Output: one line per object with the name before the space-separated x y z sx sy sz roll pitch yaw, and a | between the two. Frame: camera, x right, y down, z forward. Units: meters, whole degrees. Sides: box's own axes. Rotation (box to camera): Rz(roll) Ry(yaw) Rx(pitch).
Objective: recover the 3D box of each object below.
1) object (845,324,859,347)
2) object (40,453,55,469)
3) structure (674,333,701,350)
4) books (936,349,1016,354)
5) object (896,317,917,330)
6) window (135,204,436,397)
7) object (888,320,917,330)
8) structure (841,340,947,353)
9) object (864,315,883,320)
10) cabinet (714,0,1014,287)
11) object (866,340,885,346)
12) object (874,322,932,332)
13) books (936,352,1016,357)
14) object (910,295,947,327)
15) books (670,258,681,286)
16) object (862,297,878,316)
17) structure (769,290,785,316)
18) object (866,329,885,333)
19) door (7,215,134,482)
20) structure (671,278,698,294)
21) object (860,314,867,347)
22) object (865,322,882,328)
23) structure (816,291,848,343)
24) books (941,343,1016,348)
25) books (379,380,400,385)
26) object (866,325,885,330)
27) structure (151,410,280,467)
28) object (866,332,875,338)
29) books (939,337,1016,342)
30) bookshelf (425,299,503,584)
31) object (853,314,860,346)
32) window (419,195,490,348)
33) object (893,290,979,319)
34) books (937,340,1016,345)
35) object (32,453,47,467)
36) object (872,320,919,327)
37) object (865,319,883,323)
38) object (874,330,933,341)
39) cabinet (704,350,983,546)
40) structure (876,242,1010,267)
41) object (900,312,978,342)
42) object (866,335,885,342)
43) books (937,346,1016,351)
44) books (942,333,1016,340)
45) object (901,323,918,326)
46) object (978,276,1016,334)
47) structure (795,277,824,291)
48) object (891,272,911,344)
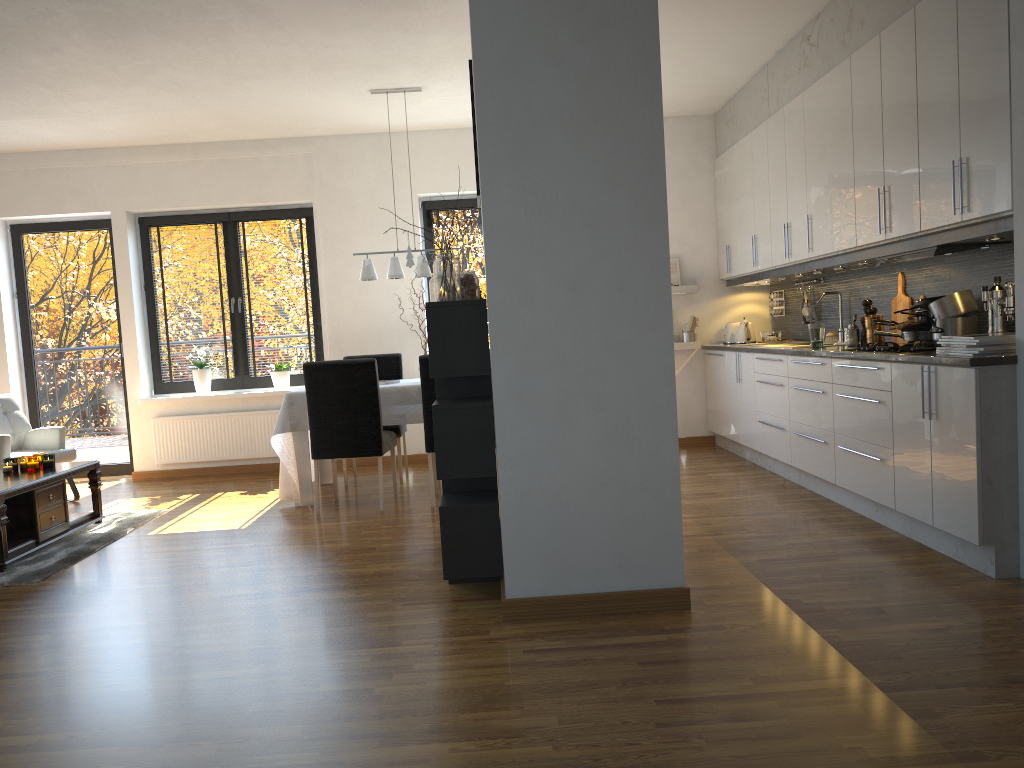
object | 1.975 -0.283 5.150 0.069 0.135 0.069 -5 4 -26
object | -2.795 0.464 5.348 0.079 0.081 0.079 -4 4 -6
structure | 1.285 -0.347 7.512 0.594 0.129 0.147 -4 4 -1
books | 1.914 -0.138 3.573 0.252 0.011 0.318 -4 3 -2
object | 2.037 -0.314 4.589 0.059 0.061 0.334 0 5 41
window | -1.936 0.773 19.563 12.973 18.389 21.806 -1 4 29
object | 2.026 -0.307 4.600 0.334 0.044 0.064 -6 4 -40
structure | 2.008 -0.192 4.437 0.500 0.041 0.661 -4 3 -1
object | 2.055 -0.369 5.036 0.099 0.047 0.100 -4 3 -6
cabinet | 2.006 -1.252 5.421 0.458 1.071 4.231 -4 3 -1
object | 2.067 -0.232 5.038 0.100 0.036 0.100 -1 4 31
object | 2.091 -0.293 4.615 0.347 0.082 0.243 -1 4 35
books | 1.914 -0.128 3.586 0.252 0.011 0.318 -3 3 2
object | 2.155 -0.369 4.528 0.190 0.159 0.197 0 5 45
books | 1.239 -0.909 7.491 0.364 0.299 0.109 -4 4 -1
object | 2.095 -0.366 5.186 0.061 0.283 0.123 -4 4 -1
structure | 2.198 -0.667 7.370 0.045 0.210 0.279 -4 4 -1
object | 2.065 -0.293 5.040 0.100 0.043 0.099 -4 3 -14
door | -3.759 -0.290 7.660 0.976 2.277 0.119 -4 4 -1
structure | 1.257 -0.819 7.479 0.594 0.129 0.147 -4 4 -1
object | 2.043 -0.310 5.121 0.058 0.184 0.058 -1 5 31
object | 2.058 -0.332 5.040 0.100 0.036 0.100 -4 3 -8
structure | 2.164 -0.446 5.923 0.195 0.347 0.167 -4 4 -9
books | 1.925 -0.162 3.598 0.252 0.011 0.318 -3 3 10
books | -0.952 -0.009 6.231 0.278 0.022 0.204 -2 4 25
object | 2.063 -0.314 5.040 0.101 0.057 0.099 -3 4 10
structure | -2.294 0.467 7.502 1.457 0.460 0.078 -4 4 -3
object | 2.065 -0.272 5.039 0.099 0.051 0.099 -4 4 -15
books | 1.933 -0.184 3.593 0.252 0.011 0.318 -3 3 0
bookshelf | -0.199 0.242 4.068 0.237 1.202 1.188 -4 4 -1
object | 2.014 -0.317 5.198 0.058 0.192 0.080 -5 4 -17
window | 0.014 -0.865 7.725 1.561 1.589 0.119 -4 4 -1
object | 2.087 -0.366 4.336 0.202 0.169 0.371 -5 4 -29
books | 1.919 -0.171 3.582 0.252 0.011 0.318 -3 3 0
object | -2.879 0.466 5.411 0.079 0.081 0.079 -4 4 -6
object | 2.091 -0.306 4.601 0.356 0.080 0.245 -3 3 1
object | 2.057 -0.349 5.038 0.100 0.036 0.100 -2 4 27
object | 2.112 -0.260 4.641 0.232 0.061 0.351 -5 4 -28
cabinet | 1.726 0.167 5.510 0.040 0.691 4.219 -4 3 -1
structure | 2.113 -0.689 4.396 0.362 0.148 0.623 -4 3 -1
object | 2.064 -0.280 4.245 0.347 0.154 0.200 -5 4 -22
object | 2.065 -0.254 5.038 0.099 0.048 0.100 -2 4 17
books | 1.913 -0.148 3.557 0.252 0.011 0.318 -4 3 -5
books | 1.938 -0.195 3.600 0.252 0.011 0.318 -3 3 5
object | 2.074 -0.305 4.579 0.336 0.021 0.065 -6 4 -43
object | 2.151 -0.335 3.823 0.206 0.370 0.353 -4 4 -1
structure | 2.202 -0.739 6.589 0.067 0.081 0.442 -4 3 -1
object | 2.274 -0.444 5.180 0.029 0.420 0.218 -4 4 -1
